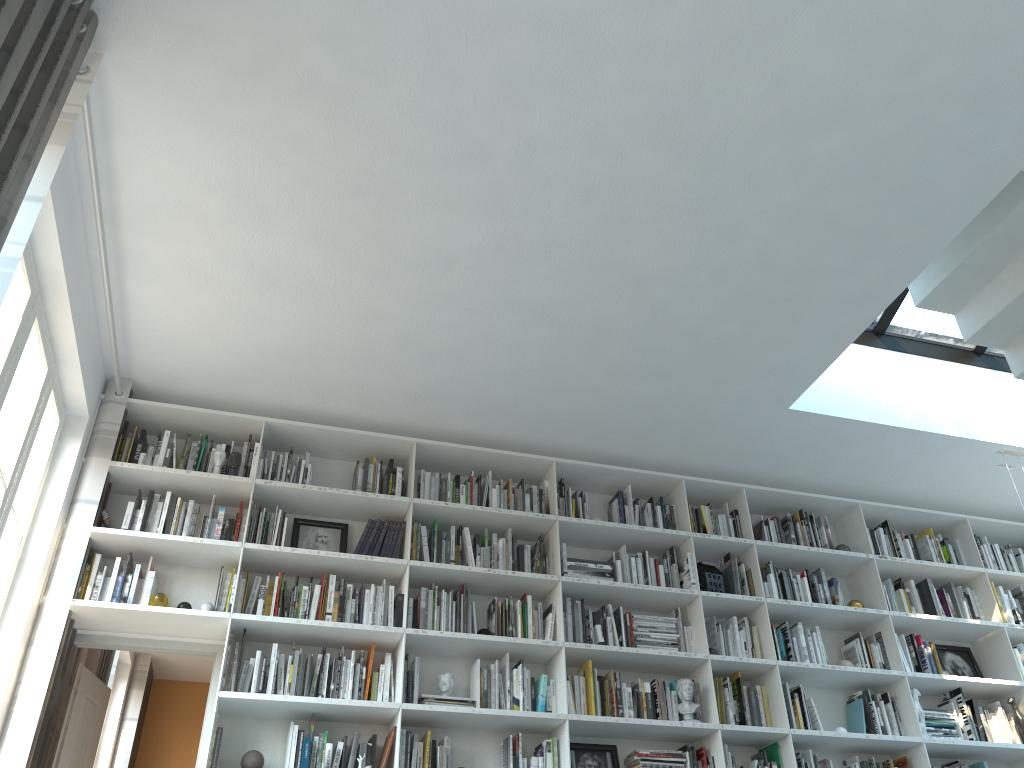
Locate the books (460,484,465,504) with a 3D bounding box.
[{"bbox_3d":[-0.305,0.710,5.155,0.030,0.200,0.153,9,-36,-14],"label":"books"}]

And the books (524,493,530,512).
[{"bbox_3d":[0.067,0.767,5.232,0.031,0.183,0.177,9,-36,-14],"label":"books"}]

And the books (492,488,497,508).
[{"bbox_3d":[-0.124,0.738,5.190,0.031,0.189,0.182,9,-36,-14],"label":"books"}]

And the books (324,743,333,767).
[{"bbox_3d":[-0.871,1.799,4.140,0.029,0.189,0.190,9,-36,-14],"label":"books"}]

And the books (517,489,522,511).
[{"bbox_3d":[0.021,0.746,5.215,0.026,0.199,0.188,9,-36,-14],"label":"books"}]

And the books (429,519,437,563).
[{"bbox_3d":[-0.443,0.930,4.928,0.012,0.313,0.172,9,-36,-14],"label":"books"}]

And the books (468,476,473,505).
[{"bbox_3d":[-0.258,0.690,5.172,0.013,0.250,0.184,9,-36,-14],"label":"books"}]

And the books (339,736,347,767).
[{"bbox_3d":[-0.807,1.809,4.199,0.013,0.240,0.142,9,-36,-14],"label":"books"}]

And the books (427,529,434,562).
[{"bbox_3d":[-0.456,0.955,4.916,0.011,0.258,0.158,9,-36,-14],"label":"books"}]

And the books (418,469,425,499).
[{"bbox_3d":[-0.534,0.650,5.132,0.021,0.277,0.141,9,-36,-14],"label":"books"}]

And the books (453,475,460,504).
[{"bbox_3d":[-0.336,0.683,5.174,0.028,0.266,0.152,9,-36,-14],"label":"books"}]

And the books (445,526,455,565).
[{"bbox_3d":[-0.349,0.958,4.952,0.023,0.291,0.156,9,-36,-14],"label":"books"}]

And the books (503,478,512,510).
[{"bbox_3d":[-0.034,0.716,5.227,0.014,0.265,0.193,9,-36,-14],"label":"books"}]

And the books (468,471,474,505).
[{"bbox_3d":[-0.247,0.674,5.190,0.010,0.297,0.151,9,-36,-14],"label":"books"}]

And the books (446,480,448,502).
[{"bbox_3d":[-0.395,0.687,5.126,0.015,0.206,0.167,9,-36,-14],"label":"books"}]

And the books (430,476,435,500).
[{"bbox_3d":[-0.475,0.669,5.110,0.023,0.219,0.182,9,-36,-14],"label":"books"}]

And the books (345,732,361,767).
[{"bbox_3d":[-0.768,1.801,4.201,0.060,0.254,0.159,9,-36,-14],"label":"books"}]

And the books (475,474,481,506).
[{"bbox_3d":[-0.208,0.688,5.191,0.013,0.274,0.165,9,-36,-14],"label":"books"}]

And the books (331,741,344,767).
[{"bbox_3d":[-0.840,1.815,4.184,0.056,0.213,0.143,9,-36,-14],"label":"books"}]

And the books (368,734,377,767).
[{"bbox_3d":[-0.675,1.820,4.228,0.021,0.250,0.155,9,-36,-14],"label":"books"}]

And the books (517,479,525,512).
[{"bbox_3d":[0.044,0.726,5.260,0.013,0.284,0.160,9,-36,-14],"label":"books"}]

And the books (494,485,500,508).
[{"bbox_3d":[-0.099,0.729,5.217,0.026,0.234,0.135,9,-36,-14],"label":"books"}]

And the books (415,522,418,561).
[{"bbox_3d":[-0.549,0.935,4.927,0.014,0.307,0.130,9,-36,-14],"label":"books"}]

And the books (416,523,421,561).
[{"bbox_3d":[-0.531,0.933,4.906,0.010,0.285,0.149,9,-36,-14],"label":"books"}]

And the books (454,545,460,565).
[{"bbox_3d":[-0.324,1.014,4.934,0.034,0.179,0.161,9,-36,-14],"label":"books"}]

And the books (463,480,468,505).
[{"bbox_3d":[-0.283,0.698,5.167,0.013,0.233,0.155,9,-36,-14],"label":"books"}]

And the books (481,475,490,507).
[{"bbox_3d":[-0.176,0.693,5.196,0.052,0.271,0.173,9,-36,-14],"label":"books"}]

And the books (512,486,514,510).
[{"bbox_3d":[-0.019,0.738,5.226,0.021,0.227,0.161,9,-36,-14],"label":"books"}]

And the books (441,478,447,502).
[{"bbox_3d":[-0.412,0.676,5.110,0.029,0.206,0.179,9,-36,-14],"label":"books"}]

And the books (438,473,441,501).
[{"bbox_3d":[-0.436,0.663,5.127,0.012,0.248,0.175,9,-36,-14],"label":"books"}]

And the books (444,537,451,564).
[{"bbox_3d":[-0.373,0.985,4.925,0.029,0.217,0.158,9,-36,-14],"label":"books"}]

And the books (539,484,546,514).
[{"bbox_3d":[0.164,0.752,5.284,0.014,0.265,0.172,9,-36,-14],"label":"books"}]

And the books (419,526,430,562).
[{"bbox_3d":[-0.496,0.948,4.917,0.067,0.273,0.168,9,-36,-14],"label":"books"}]

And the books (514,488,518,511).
[{"bbox_3d":[0.002,0.742,5.214,0.013,0.205,0.179,9,-36,-14],"label":"books"}]

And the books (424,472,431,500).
[{"bbox_3d":[-0.503,0.654,5.116,0.031,0.253,0.146,9,-36,-14],"label":"books"}]

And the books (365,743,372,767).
[{"bbox_3d":[-0.697,1.832,4.208,0.027,0.208,0.144,9,-36,-14],"label":"books"}]

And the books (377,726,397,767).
[{"bbox_3d":[-0.615,1.796,4.217,0.082,0.275,0.229,9,-36,-14],"label":"books"}]

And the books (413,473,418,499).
[{"bbox_3d":[-0.574,0.646,5.089,0.029,0.236,0.157,9,-36,-14],"label":"books"}]

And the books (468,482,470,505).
[{"bbox_3d":[-0.269,0.703,5.159,0.011,0.214,0.161,9,-36,-14],"label":"books"}]

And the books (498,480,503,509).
[{"bbox_3d":[-0.081,0.719,5.232,0.014,0.267,0.157,9,-36,-14],"label":"books"}]

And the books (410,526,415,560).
[{"bbox_3d":[-0.568,0.932,4.877,0.023,0.254,0.175,9,-36,-14],"label":"books"}]

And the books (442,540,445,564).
[{"bbox_3d":[-0.400,0.992,4.919,0.024,0.200,0.154,9,-36,-14],"label":"books"}]

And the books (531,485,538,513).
[{"bbox_3d":[0.115,0.755,5.281,0.030,0.259,0.152,9,-36,-14],"label":"books"}]

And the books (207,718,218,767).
[{"bbox_3d":[-1.379,1.700,4.067,0.012,0.283,0.160,9,-36,-14],"label":"books"}]

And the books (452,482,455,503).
[{"bbox_3d":[-0.355,0.702,5.155,0.012,0.214,0.151,9,-36,-14],"label":"books"}]

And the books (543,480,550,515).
[{"bbox_3d":[0.185,0.744,5.292,0.026,0.287,0.177,9,-36,-14],"label":"books"}]

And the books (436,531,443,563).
[{"bbox_3d":[-0.423,0.963,4.913,0.031,0.240,0.182,9,-36,-14],"label":"books"}]

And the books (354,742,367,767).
[{"bbox_3d":[-0.722,1.823,4.193,0.030,0.206,0.173,9,-36,-14],"label":"books"}]

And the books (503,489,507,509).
[{"bbox_3d":[-0.062,0.749,5.228,0.029,0.212,0.142,9,-36,-14],"label":"books"}]

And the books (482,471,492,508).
[{"bbox_3d":[-0.149,0.688,5.227,0.014,0.313,0.167,9,-36,-14],"label":"books"}]

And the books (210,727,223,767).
[{"bbox_3d":[-1.357,1.714,4.052,0.028,0.241,0.157,9,-36,-14],"label":"books"}]

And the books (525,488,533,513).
[{"bbox_3d":[0.091,0.756,5.261,0.026,0.235,0.150,9,-36,-14],"label":"books"}]

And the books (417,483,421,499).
[{"bbox_3d":[-0.552,0.681,5.091,0.024,0.182,0.134,9,-36,-14],"label":"books"}]

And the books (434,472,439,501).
[{"bbox_3d":[-0.454,0.662,5.126,0.023,0.250,0.171,9,-36,-14],"label":"books"}]

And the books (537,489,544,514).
[{"bbox_3d":[0.148,0.762,5.261,0.026,0.224,0.173,9,-36,-14],"label":"books"}]

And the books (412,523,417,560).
[{"bbox_3d":[-0.555,0.932,4.900,0.013,0.282,0.159,9,-36,-14],"label":"books"}]

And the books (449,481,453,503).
[{"bbox_3d":[-0.375,0.696,5.162,0.025,0.233,0.130,9,-36,-14],"label":"books"}]

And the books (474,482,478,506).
[{"bbox_3d":[-0.231,0.710,5.186,0.029,0.234,0.130,9,-36,-14],"label":"books"}]

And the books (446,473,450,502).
[{"bbox_3d":[-0.385,0.667,5.147,0.010,0.263,0.161,9,-36,-14],"label":"books"}]
